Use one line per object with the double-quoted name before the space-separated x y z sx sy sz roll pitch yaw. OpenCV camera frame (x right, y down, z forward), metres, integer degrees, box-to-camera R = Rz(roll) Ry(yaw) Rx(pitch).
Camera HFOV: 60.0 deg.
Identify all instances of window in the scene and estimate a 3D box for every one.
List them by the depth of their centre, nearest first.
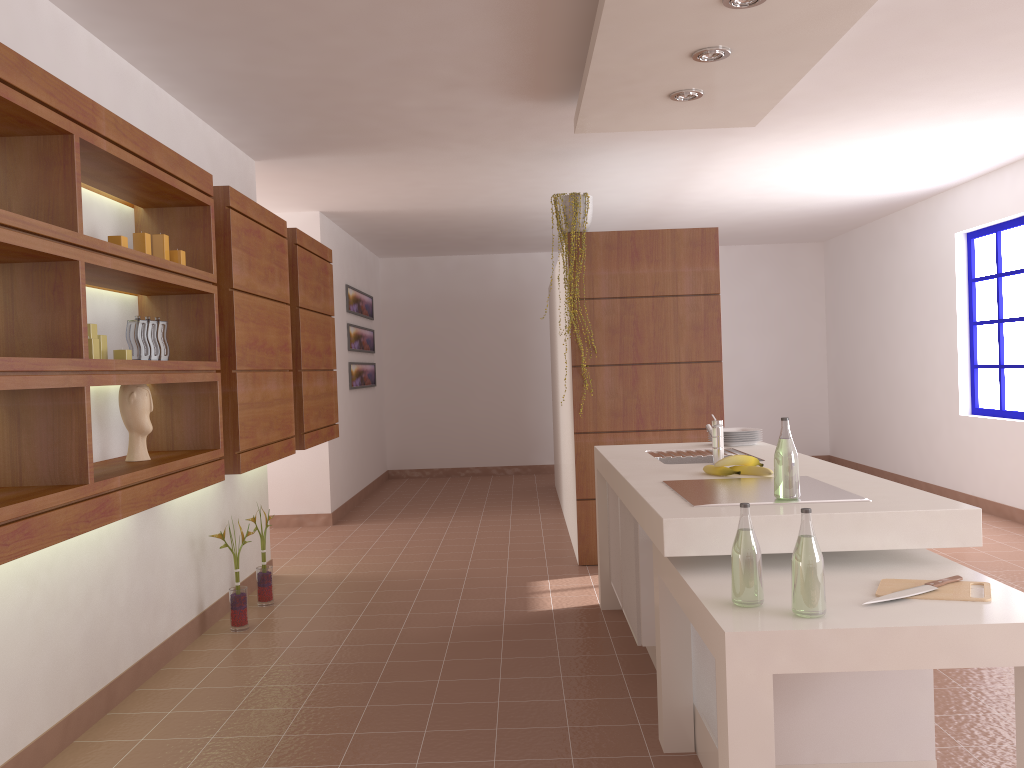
"window" 3.612 -0.458 6.139 0.035 1.430 1.699 -2 1 1

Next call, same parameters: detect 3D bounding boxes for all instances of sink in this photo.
"sink" 0.812 0.303 3.787 0.404 0.368 0.668 -2 1 1

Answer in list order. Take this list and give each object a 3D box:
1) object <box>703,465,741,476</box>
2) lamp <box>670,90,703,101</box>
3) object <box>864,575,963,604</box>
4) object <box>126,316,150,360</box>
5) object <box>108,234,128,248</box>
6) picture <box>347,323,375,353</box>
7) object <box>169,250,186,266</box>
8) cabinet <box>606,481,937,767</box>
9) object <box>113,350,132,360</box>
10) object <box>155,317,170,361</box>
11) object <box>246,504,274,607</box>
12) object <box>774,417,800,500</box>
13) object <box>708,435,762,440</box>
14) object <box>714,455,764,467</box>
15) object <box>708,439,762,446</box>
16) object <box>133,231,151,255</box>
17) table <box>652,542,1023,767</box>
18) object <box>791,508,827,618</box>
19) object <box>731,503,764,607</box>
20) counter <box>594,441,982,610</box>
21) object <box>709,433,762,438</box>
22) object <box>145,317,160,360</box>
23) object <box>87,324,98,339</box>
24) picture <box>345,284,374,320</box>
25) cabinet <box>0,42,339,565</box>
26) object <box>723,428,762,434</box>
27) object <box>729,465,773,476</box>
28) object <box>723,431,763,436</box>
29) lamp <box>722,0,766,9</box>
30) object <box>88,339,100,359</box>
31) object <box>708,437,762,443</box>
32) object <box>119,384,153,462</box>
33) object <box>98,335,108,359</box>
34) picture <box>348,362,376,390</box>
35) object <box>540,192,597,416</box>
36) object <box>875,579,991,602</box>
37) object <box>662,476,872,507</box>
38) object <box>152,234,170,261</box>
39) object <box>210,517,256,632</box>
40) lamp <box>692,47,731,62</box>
"object" 0.726 0.305 3.132 0.060 0.033 0.207 -2 1 -19
"lamp" 0.754 -1.268 3.838 0.143 0.059 0.143 -1 1 29
"object" 0.938 0.478 2.054 0.375 0.008 0.041 -3 1 -33
"object" -1.320 -0.158 3.129 0.054 0.165 0.065 -2 1 16
"object" -1.211 -0.437 2.724 0.044 0.049 0.044 -2 1 1
"picture" -1.467 -0.435 8.687 0.015 0.248 1.408 -2 1 1
"object" -1.235 -0.456 3.276 0.044 0.070 0.044 -2 1 1
"cabinet" 0.830 0.766 3.318 0.737 0.700 2.048 -2 1 1
"object" -1.290 -0.093 2.939 0.044 0.040 0.044 -2 1 1
"object" -1.290 -0.161 3.230 0.054 0.165 0.065 -2 1 16
"object" -1.308 0.893 4.668 0.087 0.546 0.296 -2 1 1
"object" 0.780 0.210 2.524 0.071 0.230 0.071 -2 1 -18
"object" 1.071 0.259 4.259 0.228 0.020 0.228 -2 1 -18
"object" 0.810 0.275 3.127 0.207 0.055 0.047 -2 1 -23
"object" 1.072 0.280 4.260 0.228 0.020 0.228 -2 1 -18
"object" -1.245 -0.465 2.985 0.044 0.099 0.044 -2 1 1
"table" 0.821 0.810 2.321 0.737 0.647 1.003 -2 1 1
"object" 0.640 0.384 1.919 0.071 0.230 0.071 -2 1 -18
"object" 0.533 0.386 2.018 0.071 0.230 0.071 -2 1 -18
"counter" 0.825 0.715 3.374 0.821 0.800 2.156 -2 1 1
"object" 1.071 0.249 4.259 0.228 0.020 0.228 -2 1 -18
"object" -1.305 -0.159 3.179 0.054 0.165 0.065 -2 1 16
"object" -1.337 -0.129 2.797 0.044 0.120 0.044 -2 1 1
"picture" -1.479 -0.785 8.680 0.015 0.248 1.408 -2 1 1
"cabinet" -1.530 -0.204 3.330 0.754 1.200 4.718 -2 1 1
"object" 1.070 0.229 4.259 0.228 0.020 0.228 -2 1 -18
"object" 0.830 0.302 3.105 0.060 0.033 0.207 -3 1 -44
"object" 1.070 0.239 4.259 0.228 0.020 0.228 -2 1 -18
"lamp" 0.745 -1.250 2.834 0.143 0.059 0.143 -2 1 -16
"object" -1.303 -0.104 2.733 0.044 0.070 0.044 -2 1 1
"object" 1.071 0.270 4.260 0.228 0.020 0.228 -2 1 -18
"object" -1.300 0.123 3.059 0.100 0.284 0.100 -1 1 31
"object" -1.361 -0.115 2.915 0.044 0.090 0.044 -2 1 1
"picture" -1.455 -0.086 8.693 0.015 0.248 1.408 -2 1 1
"object" 0.368 -0.468 5.332 0.297 1.344 0.279 -3 1 -40
"object" 0.989 0.482 2.080 0.266 0.006 0.168 -2 1 17
"object" 0.754 0.326 2.733 0.493 0.006 0.551 -2 1 1
"object" -1.271 -0.479 3.212 0.044 0.120 0.044 -2 1 1
"object" -1.310 0.901 4.223 0.087 0.546 0.296 -2 1 16
"lamp" 0.749 -1.259 3.339 0.143 0.059 0.143 -1 1 29
